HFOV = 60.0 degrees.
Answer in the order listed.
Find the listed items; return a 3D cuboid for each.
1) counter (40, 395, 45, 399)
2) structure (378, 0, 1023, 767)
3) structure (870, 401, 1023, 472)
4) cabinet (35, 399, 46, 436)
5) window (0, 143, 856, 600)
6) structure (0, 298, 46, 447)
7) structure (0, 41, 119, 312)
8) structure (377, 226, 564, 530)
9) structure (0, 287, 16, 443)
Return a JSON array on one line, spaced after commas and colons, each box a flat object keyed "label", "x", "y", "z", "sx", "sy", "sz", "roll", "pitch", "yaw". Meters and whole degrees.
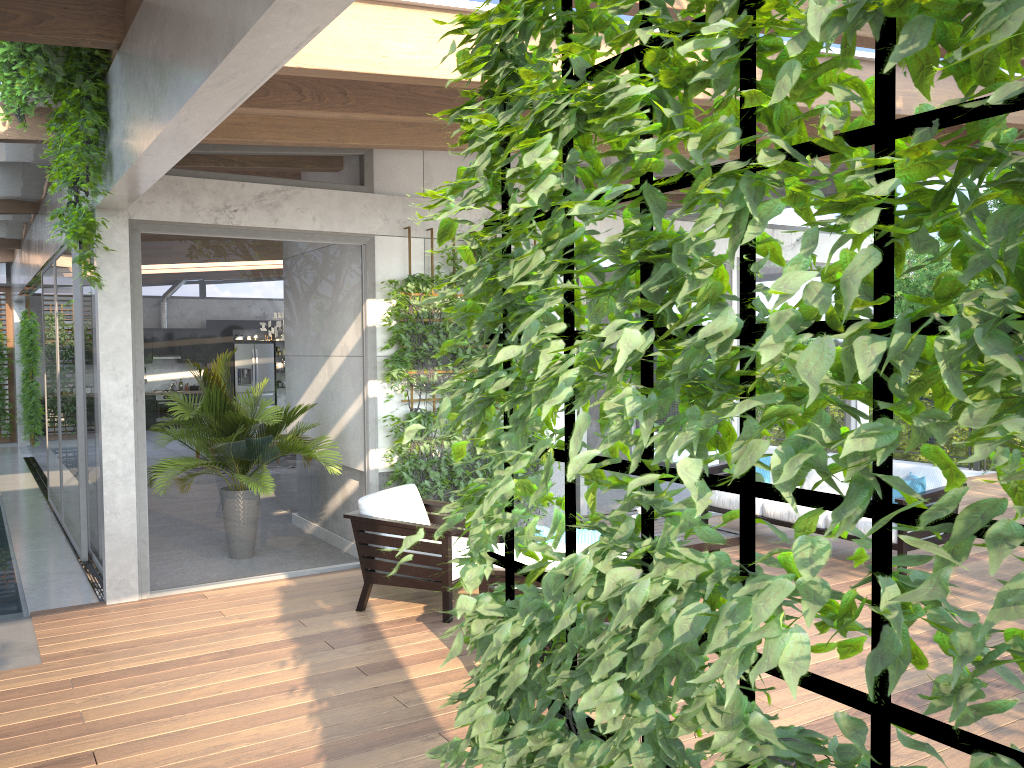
[{"label": "counter", "x": -8.774, "y": 0.233, "z": 19.859, "sx": 3.805, "sy": 0.061, "sz": 0.607, "roll": -2, "pitch": 3, "yaw": -31}, {"label": "structure", "x": 0.316, "y": 0.310, "z": 1.147, "sx": 0.500, "sy": 2.687, "sz": 1.807, "roll": -2, "pitch": 3, "yaw": -31}, {"label": "structure", "x": 3.375, "y": 1.053, "z": 8.980, "sx": 15.587, "sy": 3.022, "sz": 31.708, "roll": 0, "pitch": 2, "yaw": 9}, {"label": "cabinet", "x": -7.900, "y": -0.229, "z": 20.406, "sx": 5.901, "sy": 2.502, "sz": 0.709, "roll": -2, "pitch": 3, "yaw": -33}, {"label": "window", "x": -4.421, "y": -0.633, "z": 14.226, "sx": 14.294, "sy": 3.764, "sz": 23.280, "roll": -2, "pitch": 3, "yaw": -31}, {"label": "structure", "x": -8.899, "y": -0.060, "z": 12.576, "sx": 2.739, "sy": 2.687, "sz": 10.282, "roll": -1, "pitch": 2, "yaw": -14}, {"label": "structure", "x": -3.021, "y": -1.481, "z": 5.741, "sx": 0.918, "sy": 2.054, "sz": 1.822, "roll": -2, "pitch": 3, "yaw": -34}, {"label": "structure", "x": -0.296, "y": 0.053, "z": 7.472, "sx": 1.851, "sy": 2.669, "sz": 0.500, "roll": -2, "pitch": 3, "yaw": -31}, {"label": "structure", "x": -11.741, "y": -0.321, "z": 16.490, "sx": 4.313, "sy": 3.079, "sz": 0.085, "roll": -2, "pitch": 3, "yaw": -31}]
